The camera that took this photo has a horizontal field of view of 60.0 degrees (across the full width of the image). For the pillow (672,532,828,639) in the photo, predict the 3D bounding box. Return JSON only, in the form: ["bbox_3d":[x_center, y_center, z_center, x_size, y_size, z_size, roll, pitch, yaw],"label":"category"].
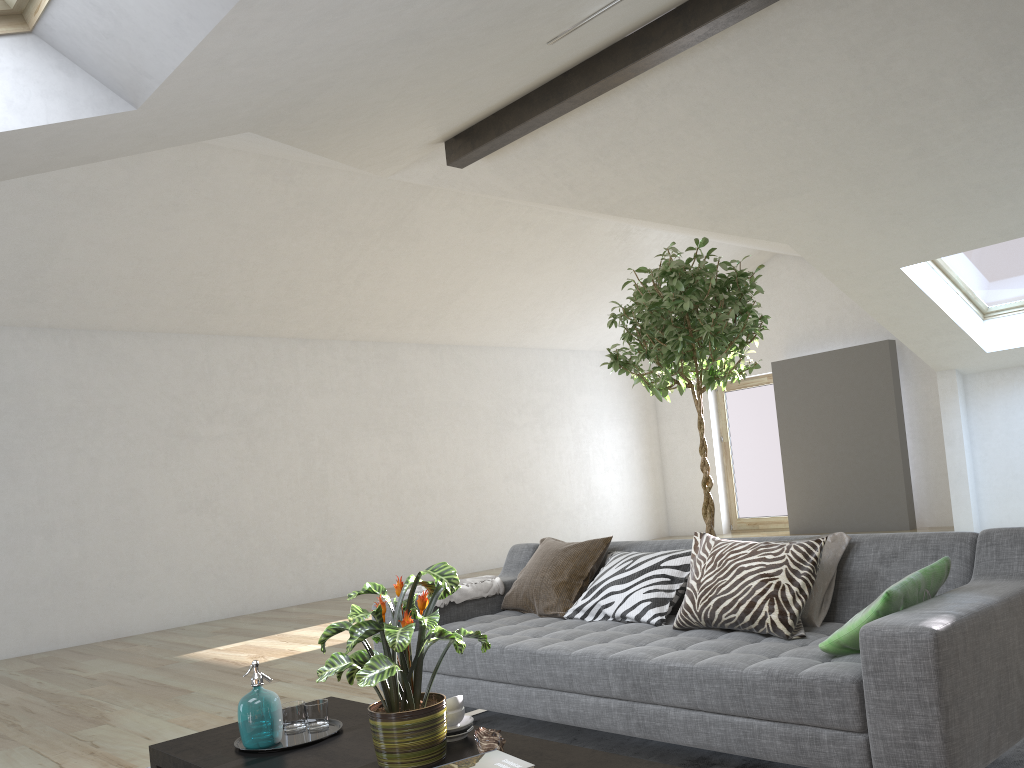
[{"bbox_3d":[0.811,0.682,3.074,0.280,0.339,0.561,-3,-6,-39],"label":"pillow"}]

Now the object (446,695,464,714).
[{"bbox_3d":[-0.169,0.869,2.383,0.085,0.067,0.077,-3,-5,-28],"label":"object"}]

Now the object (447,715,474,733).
[{"bbox_3d":[-0.162,0.918,2.383,0.118,0.024,0.125,-12,-9,42],"label":"object"}]

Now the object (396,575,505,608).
[{"bbox_3d":[-0.283,1.113,4.111,0.480,0.417,0.360,-2,-5,-40],"label":"object"}]

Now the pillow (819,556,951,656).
[{"bbox_3d":[1.095,0.653,2.577,0.441,0.260,0.229,-1,-6,-41],"label":"pillow"}]

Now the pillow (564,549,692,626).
[{"bbox_3d":[0.499,0.826,3.614,0.358,0.282,0.563,-2,-7,-42],"label":"pillow"}]

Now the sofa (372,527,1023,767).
[{"bbox_3d":[0.573,0.963,3.350,1.024,0.681,2.474,-1,-8,-42],"label":"sofa"}]

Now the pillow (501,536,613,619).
[{"bbox_3d":[0.186,0.874,4.023,0.307,0.336,0.584,-3,-6,-33],"label":"pillow"}]

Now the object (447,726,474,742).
[{"bbox_3d":[-0.163,0.938,2.380,0.121,0.021,0.121,-6,-6,-2],"label":"object"}]

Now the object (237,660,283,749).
[{"bbox_3d":[-0.713,0.898,2.503,0.121,0.239,0.117,-5,-3,-17],"label":"object"}]

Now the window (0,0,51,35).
[{"bbox_3d":[-1.796,-1.021,2.137,1.901,0.726,1.479,0,-8,-43],"label":"window"}]

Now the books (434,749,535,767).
[{"bbox_3d":[-0.099,0.800,1.807,0.254,0.019,0.160,-2,-8,-33],"label":"books"}]

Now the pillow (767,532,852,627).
[{"bbox_3d":[0.897,0.718,3.242,0.262,0.317,0.645,-3,-6,-42],"label":"pillow"}]

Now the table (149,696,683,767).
[{"bbox_3d":[-0.315,1.114,2.266,0.620,0.323,1.558,-1,-8,-42],"label":"table"}]

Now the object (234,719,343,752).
[{"bbox_3d":[-0.641,1.012,2.558,0.308,0.012,0.293,-2,-7,-29],"label":"object"}]

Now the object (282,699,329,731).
[{"bbox_3d":[-0.661,0.971,2.625,0.233,0.107,0.098,-4,-4,-16],"label":"object"}]

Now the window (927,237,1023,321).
[{"bbox_3d":[4.411,-1.000,7.872,1.901,0.726,1.479,0,-8,-43],"label":"window"}]

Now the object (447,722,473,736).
[{"bbox_3d":[-0.164,0.928,2.380,0.121,0.021,0.121,-6,-6,-2],"label":"object"}]

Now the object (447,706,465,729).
[{"bbox_3d":[-0.165,0.898,2.381,0.078,0.049,0.084,-8,-6,24],"label":"object"}]

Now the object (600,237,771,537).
[{"bbox_3d":[0.853,0.351,4.118,0.794,2.013,0.821,-7,-2,26],"label":"object"}]

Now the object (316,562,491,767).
[{"bbox_3d":[-0.259,0.721,2.243,0.373,0.524,0.442,-7,-4,22],"label":"object"}]

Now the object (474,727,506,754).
[{"bbox_3d":[-0.060,0.880,2.164,0.068,0.078,0.127,-7,-5,15],"label":"object"}]
